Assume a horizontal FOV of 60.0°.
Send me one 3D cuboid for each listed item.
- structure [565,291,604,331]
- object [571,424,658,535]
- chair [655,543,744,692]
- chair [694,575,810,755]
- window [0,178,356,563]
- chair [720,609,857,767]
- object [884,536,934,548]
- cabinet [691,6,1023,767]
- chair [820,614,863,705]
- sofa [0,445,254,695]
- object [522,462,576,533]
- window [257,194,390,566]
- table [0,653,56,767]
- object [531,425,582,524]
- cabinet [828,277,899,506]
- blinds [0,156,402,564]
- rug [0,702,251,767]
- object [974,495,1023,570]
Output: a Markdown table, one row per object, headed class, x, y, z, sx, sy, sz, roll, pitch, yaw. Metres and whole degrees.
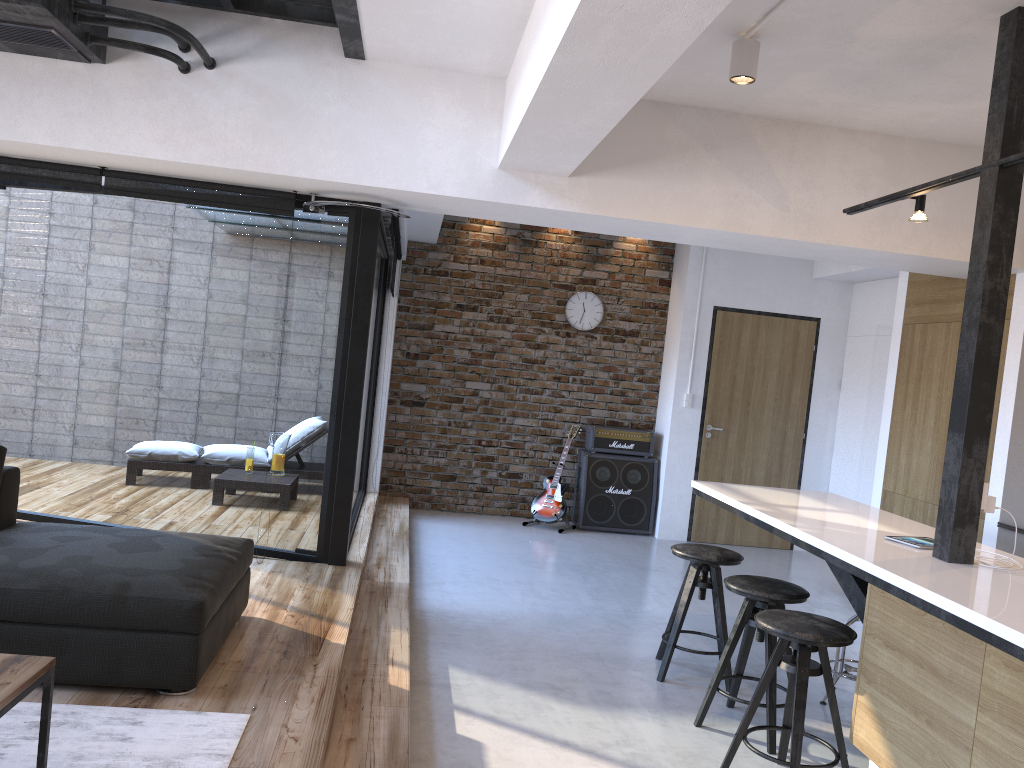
| class | x | y | z | sx | sy | sz | roll | pitch | yaw |
| --- | --- | --- | --- | --- | --- | --- | --- | --- | --- |
| structure | 0.670 | -0.676 | 8.213 | 0.360 | 0.360 | 0.040 | 6 | 2 | -7 |
| object | 0.959 | 0.867 | 8.143 | 0.696 | 0.937 | 0.358 | 6 | 2 | -7 |
| chair | 0.933 | 1.133 | 4.400 | 0.366 | 0.630 | 0.366 | 6 | 2 | 8 |
| chair | 1.050 | 1.163 | 3.784 | 0.365 | 0.630 | 0.365 | 8 | 3 | 38 |
| window | -2.169 | -0.117 | 5.220 | 2.448 | 2.052 | 0.100 | 6 | 2 | 10 |
| chair | 1.034 | 1.176 | 3.236 | 0.367 | 0.630 | 0.366 | 5 | 3 | -32 |
| object | 1.627 | 0.630 | 3.507 | 0.240 | 0.013 | 0.187 | 5 | 2 | -22 |
| cabinet | 2.568 | 0.258 | 1.606 | 2.474 | 2.873 | 9.108 | 6 | 2 | -7 |
| chair | 1.687 | 1.213 | 4.234 | 0.358 | 0.636 | 0.356 | 8 | 3 | 38 |
| sofa | -2.451 | 0.595 | 2.314 | 2.999 | 0.701 | 3.041 | 6 | 2 | -7 |
| object | 0.364 | 0.995 | 7.943 | 0.389 | 0.588 | 0.331 | 7 | 3 | 28 |
| window | -2.114 | -1.583 | 1.153 | 5.664 | 5.570 | 13.387 | 6 | 2 | -7 |
| table | -1.832 | 0.843 | 1.979 | 1.298 | 0.350 | 0.697 | 6 | 2 | -7 |
| object | 0.444 | 0.810 | 8.045 | 0.330 | 0.874 | 0.524 | 7 | 3 | 28 |
| cabinet | 3.091 | 0.178 | 7.232 | 0.020 | 2.118 | 1.708 | 6 | 2 | -7 |
| blinds | -1.520 | -0.074 | 5.568 | 1.827 | 2.053 | 3.862 | 8 | 2 | 37 |
| rug | -1.814 | 1.021 | 1.996 | 2.113 | 0.003 | 1.635 | 6 | 2 | -7 |
| object | 1.800 | 0.534 | 3.338 | 0.214 | 0.247 | 0.417 | 7 | 2 | 14 |
